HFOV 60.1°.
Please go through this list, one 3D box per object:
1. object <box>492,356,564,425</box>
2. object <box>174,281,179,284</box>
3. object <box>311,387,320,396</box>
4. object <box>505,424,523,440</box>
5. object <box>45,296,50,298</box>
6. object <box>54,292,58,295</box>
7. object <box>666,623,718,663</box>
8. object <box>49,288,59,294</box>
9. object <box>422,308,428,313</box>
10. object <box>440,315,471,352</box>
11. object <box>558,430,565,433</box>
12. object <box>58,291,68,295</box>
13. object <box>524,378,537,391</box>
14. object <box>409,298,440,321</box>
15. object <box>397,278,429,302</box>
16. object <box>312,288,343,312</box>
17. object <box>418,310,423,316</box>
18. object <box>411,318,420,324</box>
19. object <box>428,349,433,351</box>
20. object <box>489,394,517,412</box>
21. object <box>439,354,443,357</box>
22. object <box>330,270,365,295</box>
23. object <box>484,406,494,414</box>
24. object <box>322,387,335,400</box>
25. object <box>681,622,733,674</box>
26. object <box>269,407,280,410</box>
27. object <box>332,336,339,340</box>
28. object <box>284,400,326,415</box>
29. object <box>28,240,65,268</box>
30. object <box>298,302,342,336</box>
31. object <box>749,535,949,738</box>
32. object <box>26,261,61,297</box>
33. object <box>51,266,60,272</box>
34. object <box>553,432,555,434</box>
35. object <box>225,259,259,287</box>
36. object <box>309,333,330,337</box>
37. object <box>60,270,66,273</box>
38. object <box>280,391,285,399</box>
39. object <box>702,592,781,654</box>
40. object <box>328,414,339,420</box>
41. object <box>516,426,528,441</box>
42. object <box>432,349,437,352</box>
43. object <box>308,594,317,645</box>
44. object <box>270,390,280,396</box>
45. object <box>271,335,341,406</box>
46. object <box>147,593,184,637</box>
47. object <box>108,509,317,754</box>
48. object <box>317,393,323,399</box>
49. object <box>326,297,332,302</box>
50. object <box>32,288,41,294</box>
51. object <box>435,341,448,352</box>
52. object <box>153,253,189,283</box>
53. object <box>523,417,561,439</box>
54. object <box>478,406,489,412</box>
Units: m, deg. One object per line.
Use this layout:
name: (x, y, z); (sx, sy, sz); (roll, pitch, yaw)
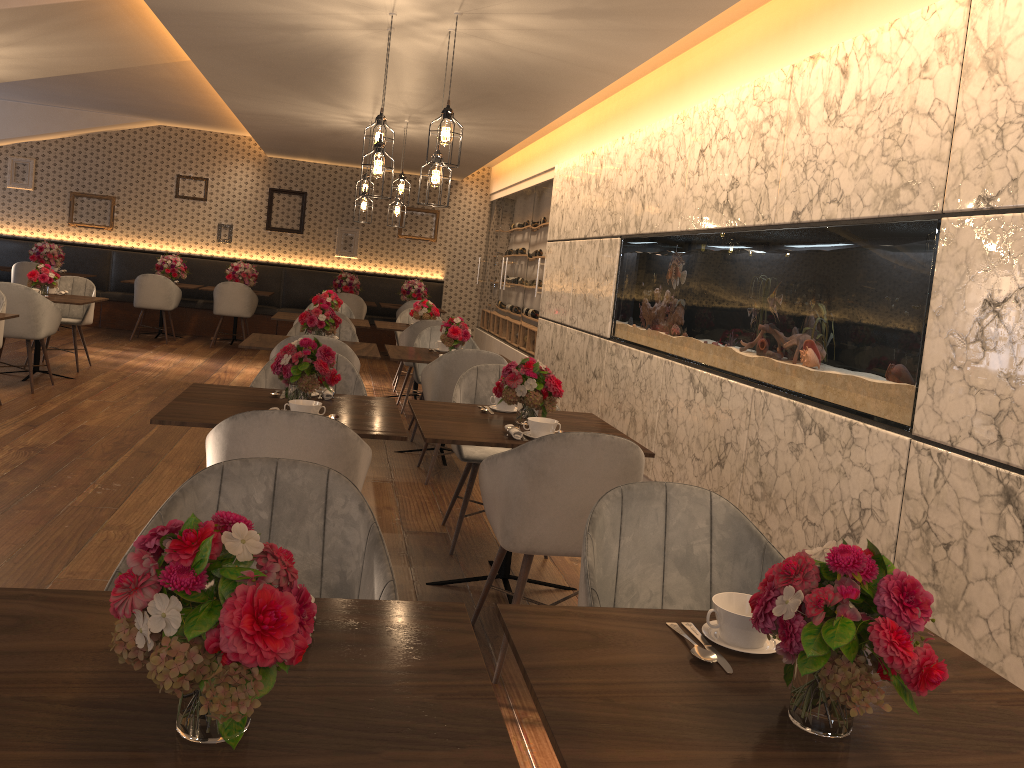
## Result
object: (0.074, 0.020, 3.791); (0.305, 0.300, 0.235); (7, 5, 10)
object: (-4.636, -1.407, 12.213); (0.056, 0.039, 0.176); (5, 7, -11)
object: (-0.926, 0.015, 3.917); (0.149, 0.072, 0.148); (10, 8, 31)
object: (0.006, 0.186, 3.482); (0.056, 0.039, 0.176); (5, 7, -11)
object: (-3.981, -0.737, 7.545); (0.043, 0.015, 0.198); (5, 7, -8)
object: (-4.147, -0.829, 8.101); (0.025, 0.024, 0.194); (5, 7, -11)
object: (0.328, 0.468, 1.608); (0.043, 0.015, 0.198); (5, 7, -8)
object: (-4.224, -0.861, 8.093); (0.148, 0.072, 0.149); (0, 9, -43)
object: (-0.863, -0.723, 8.658); (0.048, 0.052, 0.077); (3, 7, -32)
object: (-0.396, -0.347, 6.314); (0.234, 0.300, 0.307); (5, 6, -10)
object: (0.223, 0.213, 3.546); (0.043, 0.015, 0.198); (4, 7, -15)
object: (-4.115, -0.835, 8.116); (0.056, 0.039, 0.176); (5, 7, -11)
object: (0.066, -0.002, 3.710); (0.048, 0.052, 0.077); (3, 7, -32)
object: (-0.855, -0.701, 8.740); (0.305, 0.300, 0.235); (7, 5, 10)
object: (-1.378, -1.288, 12.460); (0.407, 0.423, 0.420); (10, 6, 32)
object: (-1.788, -0.781, 8.589); (0.305, 0.300, 0.235); (2, 6, -33)
object: (-0.891, -0.696, 8.668); (0.049, 0.052, 0.078); (6, 6, -1)
object: (-0.957, -0.634, 9.040); (0.148, 0.072, 0.149); (2, 8, -33)
object: (-0.604, -0.257, 6.576); (0.043, 0.015, 0.198); (5, 7, -8)
object: (-0.028, 0.088, 4.092); (0.149, 0.072, 0.148); (10, 8, 31)
object: (-0.467, -0.182, 6.003); (0.056, 0.039, 0.176); (5, 7, -11)
object: (-2.295, -1.361, 12.270); (0.407, 0.423, 0.420); (9, 6, 31)
object: (-0.103, 0.120, 4.054); (0.022, 0.004, 0.212); (5, 7, -11)
object: (-0.817, 0.041, 3.940); (0.056, 0.039, 0.176); (5, 7, -11)
object: (0.356, 0.477, 1.607); (0.022, 0.004, 0.212); (5, 7, -11)
object: (-0.892, 0.113, 3.306); (0.056, 0.039, 0.176); (5, 7, -11)
object: (-1.290, -0.327, 6.460); (0.056, 0.039, 0.176); (5, 7, -11)
object: (-0.779, 0.105, 3.327); (0.149, 0.072, 0.148); (10, 8, 31)
object: (-6.055, -1.665, 11.531); (0.419, 0.423, 0.408); (4, 6, -23)
object: (-1.332, -0.427, 6.161); (0.305, 0.300, 0.235); (2, 6, -33)
object: (0.489, 0.372, 1.345); (0.234, 0.300, 0.307); (2, 7, -36)
object: (-4.099, -0.920, 7.758); (0.234, 0.300, 0.306); (7, 6, 8)
object: (-6.162, -1.548, 11.913); (0.149, 0.072, 0.148); (11, 8, 36)
object: (0.186, 0.215, 3.546); (0.022, 0.004, 0.212); (5, 7, -11)
object: (-3.655, -1.469, 11.990); (0.419, 0.423, 0.408); (5, 6, -9)
object: (-1.399, -0.353, 6.437); (0.148, 0.072, 0.149); (2, 8, -33)
object: (-6.053, -1.522, 11.936); (0.056, 0.039, 0.176); (5, 7, -11)
object: (-1.001, 0.047, 3.878); (0.022, 0.004, 0.212); (5, 7, -11)
object: (0.431, 0.445, 1.646); (0.149, 0.072, 0.148); (10, 8, 31)
object: (-0.675, 0.140, 3.370); (0.043, 0.015, 0.198); (4, 7, -15)
object: (0.037, 0.194, 3.499); (0.025, 0.024, 0.194); (5, 7, -11)
object: (-0.576, -0.248, 6.574); (0.022, 0.004, 0.212); (5, 7, -11)
object: (-0.358, 0.398, 1.493); (0.056, 0.039, 0.176); (5, 7, -11)
object: (-1.036, 0.037, 3.878); (0.043, 0.015, 0.198); (4, 7, -15)
object: (-0.859, -0.059, 3.637); (0.306, 0.300, 0.235); (8, 6, 21)
object: (-0.424, 0.277, 1.098); (0.048, 0.052, 0.077); (5, 6, -6)
object: (-0.383, 0.303, 1.167); (0.306, 0.300, 0.234); (10, 7, 36)
object: (-0.849, 0.046, 3.924); (0.025, 0.024, 0.194); (5, 7, -11)
object: (-1.772, -0.809, 8.511); (0.077, 0.052, 0.045); (11, 7, 41)
object: (-4.077, -0.771, 7.504); (0.148, 0.072, 0.149); (0, 9, -43)
object: (-0.501, -0.280, 6.613); (0.148, 0.072, 0.149); (2, 8, -33)
object: (-4.584, -1.556, 11.910); (0.407, 0.423, 0.420); (10, 6, 32)
object: (0.119, 0.178, 3.503); (0.149, 0.072, 0.148); (10, 8, 31)
object: (-0.138, 0.110, 4.054); (0.043, 0.015, 0.198); (4, 7, -15)
